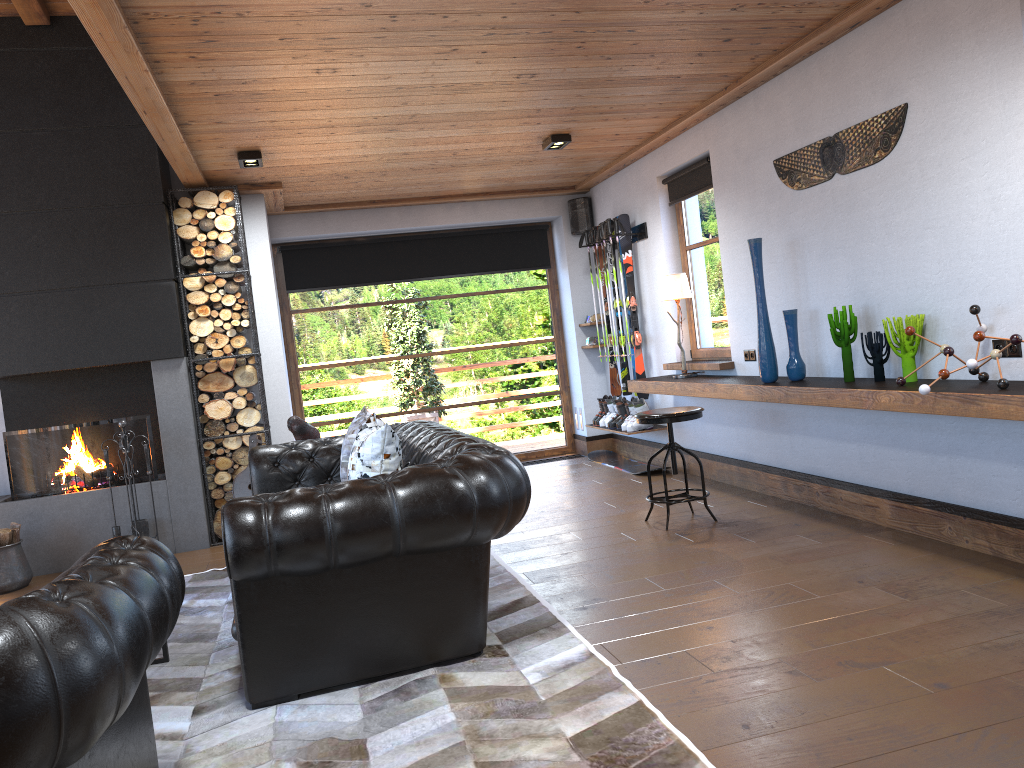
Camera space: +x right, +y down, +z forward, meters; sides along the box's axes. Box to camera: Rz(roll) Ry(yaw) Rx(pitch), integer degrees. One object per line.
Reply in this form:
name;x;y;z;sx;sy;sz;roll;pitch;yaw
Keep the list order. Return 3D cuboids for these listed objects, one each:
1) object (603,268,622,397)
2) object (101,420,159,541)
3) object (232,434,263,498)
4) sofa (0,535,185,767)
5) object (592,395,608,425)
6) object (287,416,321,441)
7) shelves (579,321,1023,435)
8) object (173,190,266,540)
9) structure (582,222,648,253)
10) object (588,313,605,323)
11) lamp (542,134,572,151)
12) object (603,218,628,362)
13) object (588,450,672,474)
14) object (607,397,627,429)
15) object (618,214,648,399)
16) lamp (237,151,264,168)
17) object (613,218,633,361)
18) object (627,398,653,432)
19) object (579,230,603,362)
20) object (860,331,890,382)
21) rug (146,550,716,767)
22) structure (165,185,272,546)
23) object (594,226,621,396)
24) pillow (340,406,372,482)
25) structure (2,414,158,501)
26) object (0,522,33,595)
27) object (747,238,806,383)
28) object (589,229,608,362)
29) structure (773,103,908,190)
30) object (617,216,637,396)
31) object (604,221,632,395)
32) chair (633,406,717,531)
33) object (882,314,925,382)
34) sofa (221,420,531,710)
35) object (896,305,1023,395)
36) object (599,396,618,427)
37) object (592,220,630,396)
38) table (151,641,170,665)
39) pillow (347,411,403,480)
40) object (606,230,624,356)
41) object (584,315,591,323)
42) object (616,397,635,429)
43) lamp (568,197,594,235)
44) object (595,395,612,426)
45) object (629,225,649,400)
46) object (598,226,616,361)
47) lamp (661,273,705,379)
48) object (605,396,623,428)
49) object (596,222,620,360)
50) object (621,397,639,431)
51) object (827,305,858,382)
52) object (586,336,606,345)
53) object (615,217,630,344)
object;0.894;-0.672;8.410;0.116;1.606;0.095;-7;2;-14
object;-2.625;0.750;6.120;0.304;1.017;0.311;-5;2;31
object;-1.902;0.765;6.511;0.271;0.794;0.261;-8;2;-31
sofa;-2.082;0.969;1.887;2.582;0.838;1.232;-7;3;-15
object;0.866;0.243;8.458;0.254;0.270;0.115;-8;2;-24
object;-1.358;0.357;5.856;0.148;0.319;0.251;-6;3;27
shelves;1.603;-0.064;5.765;0.616;0.988;6.606;-7;3;-13
object;-2.179;-0.134;6.763;0.497;2.611;0.464;-7;2;-14
structure;0.894;-1.303;8.013;0.321;0.135;1.045;-7;3;-14
object;0.847;-0.650;8.706;0.191;0.084;0.159;-7;3;-15
lamp;0.328;-1.789;6.538;0.156;0.068;0.259;-7;3;-14
object;0.885;-0.808;7.699;0.119;1.249;0.060;-5;3;43
object;1.043;0.710;8.098;0.309;0.065;1.615;-7;3;-13
object;0.975;0.252;7.982;0.251;0.270;0.117;-6;2;6
object;1.061;-0.671;7.666;0.116;1.606;0.095;-7;2;-14
lamp;-1.765;-1.521;5.981;0.156;0.068;0.259;-7;3;-14
object;0.986;-0.819;7.668;0.119;1.249;0.060;-5;3;38
object;1.080;0.259;7.568;0.253;0.270;0.116;-7;2;-19
object;0.743;-0.820;8.309;0.122;1.249;0.058;-8;2;-32
object;1.882;-0.142;4.569;0.125;0.260;0.128;-9;3;-44
rug;-1.001;1.149;3.822;2.446;0.053;4.022;-7;3;-13
structure;-2.171;-0.141;6.755;0.505;2.616;0.509;-7;2;-14
object;0.904;-0.683;8.313;0.116;1.606;0.095;-7;2;-14
pillow;-0.822;0.369;4.912;0.285;0.469;0.526;-7;2;-11
structure;-3.111;0.540;6.374;0.988;0.514;0.182;-7;2;-15
object;-3.386;1.152;5.827;0.382;0.431;0.386;-6;2;12
object;1.562;-0.441;5.248;0.271;0.862;0.113;-5;2;31
object;0.805;-0.830;8.363;0.060;1.249;0.119;-8;2;-32
structure;1.744;-1.254;4.897;0.099;0.239;1.241;-7;3;-13
object;1.058;-0.698;7.904;0.112;1.621;0.072;-7;2;-15
object;0.969;-0.701;8.186;0.112;1.621;0.072;-7;2;-15
chair;1.015;0.517;5.536;0.443;0.716;0.439;-7;2;-10
object;1.943;-0.174;4.356;0.180;0.332;0.201;-5;3;36
sofa;-0.721;0.693;4.444;1.247;0.838;2.551;-7;3;-14
object;1.984;-0.166;3.847;0.518;0.349;0.650;-6;3;13
object;0.920;0.247;8.224;0.253;0.270;0.116;-7;2;-9
object;0.906;-0.690;8.103;0.256;1.621;0.103;-7;2;-18
table;-1.682;1.083;3.559;0.402;0.350;0.648;-7;3;-9
pillow;-0.663;0.382;4.255;0.285;0.469;0.526;-7;2;-11
object;0.915;-0.822;7.910;0.060;1.249;0.119;-8;2;-32
object;0.805;-0.653;8.879;0.161;0.084;0.188;-7;3;-15
object;1.038;0.251;7.860;0.251;0.270;0.116;-7;2;1
lamp;0.688;-1.669;8.820;0.215;0.349;0.212;-7;2;-14
object;0.891;0.245;8.343;0.253;0.270;0.116;-7;2;-9
object;1.050;-0.660;7.764;0.116;1.606;0.095;-7;2;-14
object;0.860;-0.826;8.137;0.060;1.249;0.119;-8;2;-32
lamp;1.511;-0.125;6.825;0.635;1.481;0.245;-7;2;-11
object;0.963;0.248;8.111;0.253;0.270;0.116;-7;2;-9
object;0.849;-0.814;7.907;0.119;1.249;0.060;-5;2;33
object;1.050;0.257;7.690;0.253;0.270;0.116;-7;2;-19
object;1.780;-0.213;4.740;0.157;0.410;0.148;-5;3;45
object;0.848;-0.434;8.808;0.186;0.084;0.355;-6;3;22
object;1.051;-0.701;7.979;0.112;1.621;0.072;-7;2;-15
